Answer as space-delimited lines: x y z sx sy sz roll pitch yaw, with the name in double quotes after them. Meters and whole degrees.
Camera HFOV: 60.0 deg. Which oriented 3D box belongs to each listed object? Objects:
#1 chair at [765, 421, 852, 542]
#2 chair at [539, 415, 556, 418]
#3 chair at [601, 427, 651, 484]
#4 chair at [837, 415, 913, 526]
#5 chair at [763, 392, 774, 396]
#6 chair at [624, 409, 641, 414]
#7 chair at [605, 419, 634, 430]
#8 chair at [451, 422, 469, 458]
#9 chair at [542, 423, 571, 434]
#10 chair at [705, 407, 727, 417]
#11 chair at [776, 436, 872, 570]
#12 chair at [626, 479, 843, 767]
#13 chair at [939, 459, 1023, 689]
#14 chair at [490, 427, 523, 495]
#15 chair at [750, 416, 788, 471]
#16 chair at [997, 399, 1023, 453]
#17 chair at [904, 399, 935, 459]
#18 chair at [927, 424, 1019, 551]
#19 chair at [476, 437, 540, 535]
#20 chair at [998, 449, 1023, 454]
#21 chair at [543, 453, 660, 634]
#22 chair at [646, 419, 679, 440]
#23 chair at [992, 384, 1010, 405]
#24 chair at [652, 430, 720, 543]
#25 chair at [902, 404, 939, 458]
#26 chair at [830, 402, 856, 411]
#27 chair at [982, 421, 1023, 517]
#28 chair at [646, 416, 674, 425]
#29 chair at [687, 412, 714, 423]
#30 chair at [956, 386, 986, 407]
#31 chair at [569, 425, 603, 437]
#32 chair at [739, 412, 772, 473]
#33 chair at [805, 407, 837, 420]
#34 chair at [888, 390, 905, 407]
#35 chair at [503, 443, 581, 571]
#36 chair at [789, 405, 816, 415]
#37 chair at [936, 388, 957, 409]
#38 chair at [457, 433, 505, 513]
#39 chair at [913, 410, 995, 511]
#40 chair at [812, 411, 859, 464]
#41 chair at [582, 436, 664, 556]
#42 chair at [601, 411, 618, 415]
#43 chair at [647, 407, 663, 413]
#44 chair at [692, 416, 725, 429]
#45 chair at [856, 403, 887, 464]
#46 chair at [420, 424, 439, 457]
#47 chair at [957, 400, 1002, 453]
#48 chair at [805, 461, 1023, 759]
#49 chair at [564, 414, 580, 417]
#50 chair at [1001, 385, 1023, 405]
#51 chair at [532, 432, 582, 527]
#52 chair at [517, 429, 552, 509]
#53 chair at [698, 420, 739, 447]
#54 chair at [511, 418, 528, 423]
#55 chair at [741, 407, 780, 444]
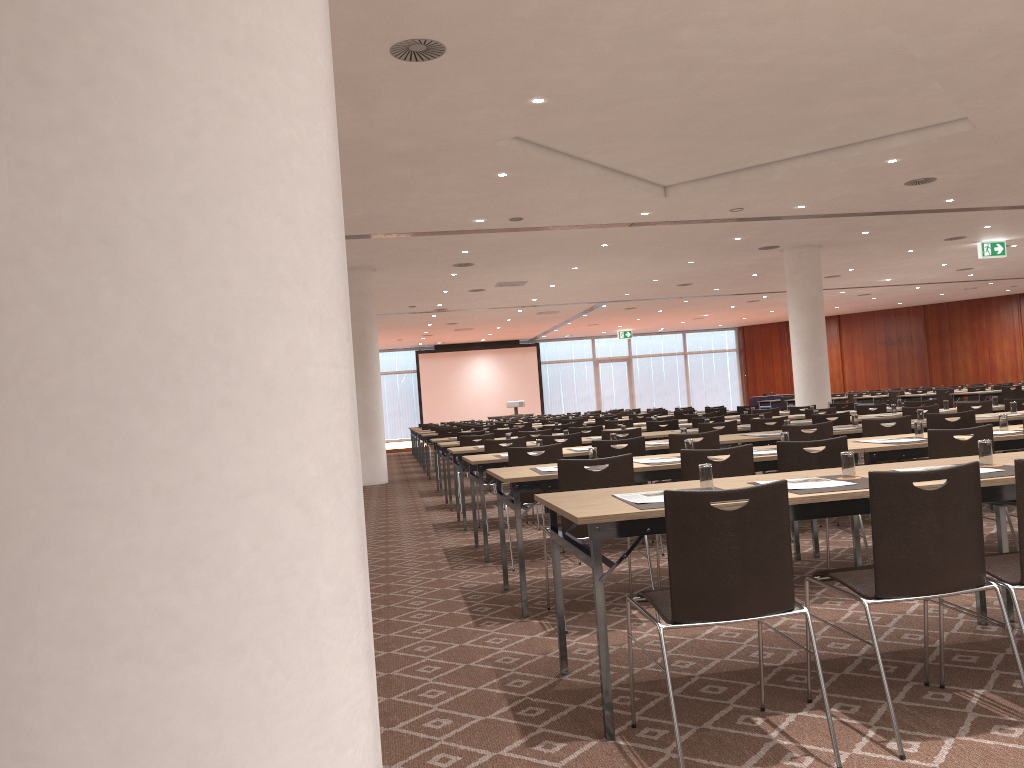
2.444 0.794 7.447 0.535 0.939 0.614 -4 -1 -6 "chair"
0.919 1.297 22.882 0.535 0.939 0.614 -4 -1 -10 "chair"
1.133 0.938 9.321 0.535 0.939 0.614 -4 -1 -11 "chair"
3.116 0.747 7.509 0.535 0.939 0.614 -4 -1 -8 "chair"
9.535 0.784 32.636 0.535 0.939 0.614 -4 -1 -8 "chair"
3.130 1.143 23.201 0.535 0.939 0.614 -4 -1 -11 "chair"
1.607 1.005 13.351 0.535 0.939 0.614 -4 -1 -6 "chair"
-1.291 1.452 22.607 0.535 0.939 0.614 -4 -1 -8 "chair"
0.679 1.072 13.295 0.535 0.939 0.614 -4 -1 -7 "chair"
3.928 0.933 17.221 0.535 0.939 0.614 -4 -1 -10 "chair"
1.764 0.791 5.329 0.535 0.939 0.614 -4 -1 -7 "chair"
0.727 0.811 3.125 0.535 0.939 0.614 -4 -1 -8 "chair"
1.991 0.723 3.307 0.535 0.939 0.614 -4 -1 -9 "chair"
-0.051 1.121 13.112 0.535 0.939 0.614 -4 -1 -10 "chair"
2.730 0.827 9.551 0.535 0.939 0.614 -4 -1 -10 "chair"
5.645 0.622 9.928 0.535 0.939 0.614 -4 -1 -6 "chair"
5.411 0.690 11.915 0.535 0.939 0.614 -4 -1 -8 "chair"
2.668 0.727 5.424 0.535 0.939 0.614 -4 -1 -10 "chair"
-0.068 1.021 9.105 0.535 0.939 0.614 -4 -1 -11 "chair"
4.689 0.639 7.813 0.535 0.939 0.614 -4 -1 -7 "chair"
0.481 0.880 5.144 0.535 0.939 0.614 -4 -1 -7 "chair"
1.918 0.934 11.454 0.535 0.939 0.614 -4 -1 -11 "chair"
11.130 0.483 20.313 0.535 0.939 0.614 -4 -1 -9 "chair"
1.479 0.863 7.351 0.535 0.939 0.614 -4 -1 -11 "chair"
4.431 0.707 9.753 0.535 0.939 0.614 -4 -1 -9 "chair"
5.113 0.761 13.856 0.535 0.939 0.614 -4 -1 -11 "chair"
3.351 0.681 5.600 0.535 0.939 0.614 -4 -1 -7 "chair"
2.231 0.963 13.476 0.535 0.939 0.614 -4 -1 -8 "chair"
2.863 0.920 13.610 0.535 0.939 0.614 -4 -1 -11 "chair"
10.480 0.526 20.138 0.535 0.939 0.614 -4 -1 -6 "chair"
0.938 1.001 11.235 0.535 0.939 0.614 -4 -1 -6 "chair"
3.160 0.847 11.590 0.535 0.939 0.614 -4 -1 -7 "chair"
4.053 0.785 11.761 0.535 0.939 0.614 -4 -1 -7 "chair"
9.554 0.645 22.166 0.535 0.939 0.614 -4 -1 -9 "chair"
0.188 0.951 7.087 0.535 0.939 0.614 -4 -1 -9 "chair"
4.483 0.806 13.801 0.535 0.939 0.614 -4 -1 -9 "chair"
9.791 0.578 20.180 0.535 0.939 0.614 -4 -1 -7 "chair"
-0.425 1.098 11.116 0.535 0.939 0.614 -4 -1 -8 "chair"
3.716 0.706 7.630 0.535 0.939 0.614 -4 -1 -5 "chair"
3.392 0.778 9.568 0.535 0.939 0.614 -4 -1 -9 "chair"
0.860 0.905 7.219 0.535 0.939 0.614 -4 -1 -7 "chair"
2.531 1.184 23.079 0.535 0.939 0.614 -4 -1 -8 "chair"
3.731 1.100 23.252 0.535 0.939 0.614 -4 -1 -7 "chair"
2.514 0.891 11.462 0.535 0.939 0.614 -4 -1 -7 "chair"
4.714 0.737 11.779 0.535 0.939 0.614 -4 -1 -11 "chair"
-2.039 1.502 22.421 0.535 0.939 0.614 -4 -1 -7 "chair"
5.082 0.663 9.890 0.535 0.939 0.614 -4 -1 -10 "chair"
1.450 0.761 3.264 0.535 0.939 0.614 -4 -1 -11 "chair"
1.538 1.255 23.014 0.535 0.939 0.614 -4 -1 -11 "chair"
10.105 0.501 18.064 0.535 0.939 0.614 -4 -1 -6 "chair"
0.499 0.980 9.152 0.535 0.939 0.614 -4 -1 -9 "chair"
0.288 1.047 11.176 0.535 0.939 0.614 -4 -1 -10 "chair"
2.152 0.866 9.425 0.535 0.939 0.614 -4 -1 -11 "chair"
0.198 1.346 22.743 0.535 0.939 0.614 -4 -1 -7 "chair"
3.879 0.847 13.679 0.535 0.939 0.614 -4 -1 -9 "chair"
